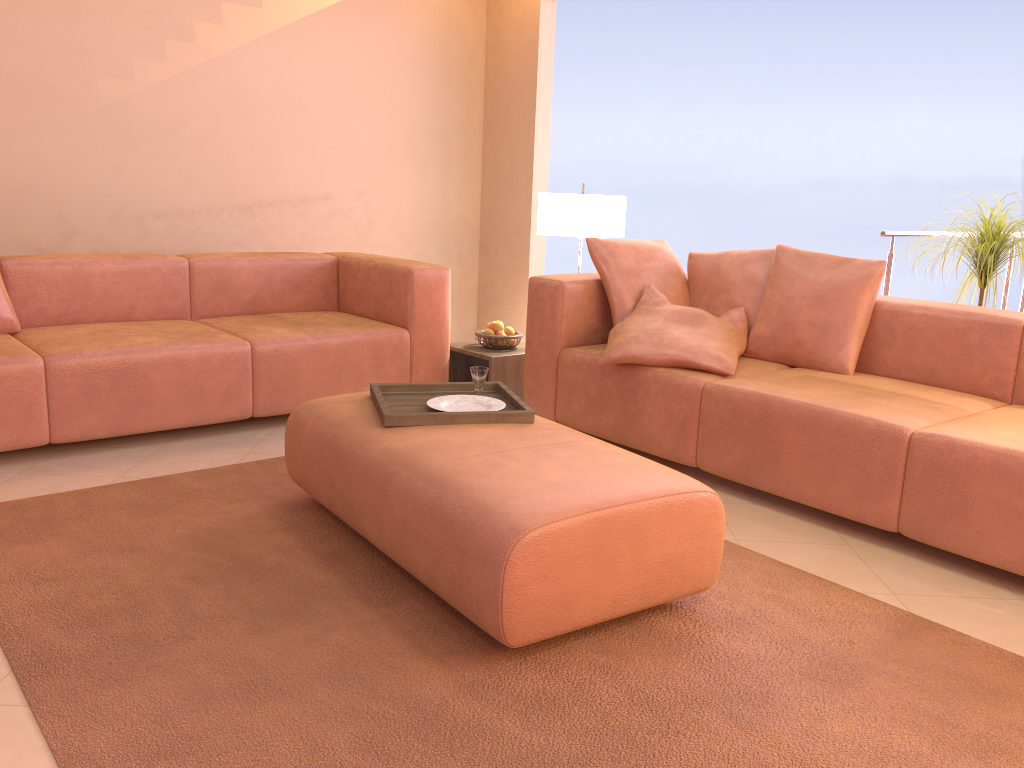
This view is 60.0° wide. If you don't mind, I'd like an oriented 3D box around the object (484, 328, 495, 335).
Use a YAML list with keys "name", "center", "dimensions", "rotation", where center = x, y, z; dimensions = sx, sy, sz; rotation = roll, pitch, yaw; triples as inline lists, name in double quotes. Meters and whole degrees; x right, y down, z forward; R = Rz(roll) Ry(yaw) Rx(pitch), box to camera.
- name: "object"
  center: [-0.110, -0.243, 4.261]
  dimensions: [0.055, 0.047, 0.045]
  rotation: [8, 13, 27]

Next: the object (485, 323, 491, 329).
- name: "object"
  center: [-0.105, -0.277, 4.330]
  dimensions: [0.047, 0.046, 0.054]
  rotation: [11, 15, 36]

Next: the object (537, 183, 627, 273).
- name: "object"
  center: [0.352, -0.635, 4.613]
  dimensions: [0.344, 0.799, 0.344]
  rotation: [9, 14, 28]

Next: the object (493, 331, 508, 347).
- name: "object"
  center: [-0.054, -0.216, 4.259]
  dimensions: [0.072, 0.076, 0.074]
  rotation: [-4, 14, -29]

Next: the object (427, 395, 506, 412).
- name: "object"
  center: [-0.138, 0.068, 2.687]
  dimensions: [0.240, 0.018, 0.240]
  rotation: [5, 12, 14]

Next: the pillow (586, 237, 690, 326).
- name: "pillow"
  center: [0.590, -0.397, 3.842]
  dimensions: [0.519, 0.455, 0.314]
  rotation: [-9, 16, -42]

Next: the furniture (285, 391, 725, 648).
- name: "furniture"
  center: [-0.100, 0.270, 2.521]
  dimensions: [0.685, 0.301, 1.291]
  rotation: [-6, 14, -34]

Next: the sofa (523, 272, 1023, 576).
- name: "sofa"
  center: [1.261, 0.056, 3.131]
  dimensions: [0.943, 0.672, 2.781]
  rotation: [-7, 15, -39]

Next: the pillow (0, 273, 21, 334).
- name: "pillow"
  center: [-2.221, -0.437, 3.321]
  dimensions: [0.302, 0.528, 0.582]
  rotation: [10, 14, 33]

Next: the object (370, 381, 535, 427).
- name: "object"
  center: [-0.196, 0.055, 2.719]
  dimensions: [0.436, 0.034, 0.421]
  rotation: [-1, 12, -14]

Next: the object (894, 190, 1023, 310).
- name: "object"
  center: [2.006, -0.276, 3.827]
  dimensions: [0.703, 1.088, 0.729]
  rotation: [6, 13, 19]

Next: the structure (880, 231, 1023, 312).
- name: "structure"
  center: [3.571, -0.131, 3.019]
  dimensions: [1.663, 0.541, 4.176]
  rotation: [-7, 15, -39]

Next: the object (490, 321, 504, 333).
- name: "object"
  center: [-0.074, -0.274, 4.286]
  dimensions: [0.069, 0.061, 0.068]
  rotation: [5, 12, 11]

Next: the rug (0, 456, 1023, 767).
- name: "rug"
  center: [-0.171, 0.535, 2.220]
  dimensions: [1.833, 0.005, 2.626]
  rotation: [-7, 15, -39]

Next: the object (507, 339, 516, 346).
- name: "object"
  center: [-0.004, -0.205, 4.291]
  dimensions: [0.046, 0.046, 0.055]
  rotation: [9, 14, 28]

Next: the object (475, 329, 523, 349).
- name: "object"
  center: [-0.063, -0.215, 4.315]
  dimensions: [0.235, 0.071, 0.235]
  rotation: [13, 16, 41]

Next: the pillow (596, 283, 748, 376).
- name: "pillow"
  center: [0.646, -0.222, 3.477]
  dimensions: [0.517, 0.292, 0.514]
  rotation: [7, 13, 19]

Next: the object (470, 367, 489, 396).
- name: "object"
  center: [-0.107, -0.006, 2.868]
  dimensions: [0.061, 0.091, 0.061]
  rotation: [11, 15, 34]

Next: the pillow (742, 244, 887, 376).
- name: "pillow"
  center: [1.167, -0.292, 3.435]
  dimensions: [0.211, 0.468, 0.470]
  rotation: [-9, 17, -43]

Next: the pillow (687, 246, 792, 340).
- name: "pillow"
  center: [0.924, -0.367, 3.733]
  dimensions: [0.492, 0.446, 0.255]
  rotation: [10, 14, 33]

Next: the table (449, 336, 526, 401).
- name: "table"
  center: [0.129, -0.076, 4.514]
  dimensions: [0.918, 0.268, 0.412]
  rotation: [-7, 15, -39]

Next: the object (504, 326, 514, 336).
- name: "object"
  center: [-0.013, -0.251, 4.278]
  dimensions: [0.051, 0.053, 0.045]
  rotation: [-1, 12, -16]

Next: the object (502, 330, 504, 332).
- name: "object"
  center: [-0.043, -0.231, 4.331]
  dimensions: [0.076, 0.065, 0.077]
  rotation: [-4, 14, -28]

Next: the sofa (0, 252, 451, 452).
- name: "sofa"
  center: [-1.630, -0.177, 3.688]
  dimensions: [2.781, 0.672, 0.943]
  rotation: [-7, 15, -39]
